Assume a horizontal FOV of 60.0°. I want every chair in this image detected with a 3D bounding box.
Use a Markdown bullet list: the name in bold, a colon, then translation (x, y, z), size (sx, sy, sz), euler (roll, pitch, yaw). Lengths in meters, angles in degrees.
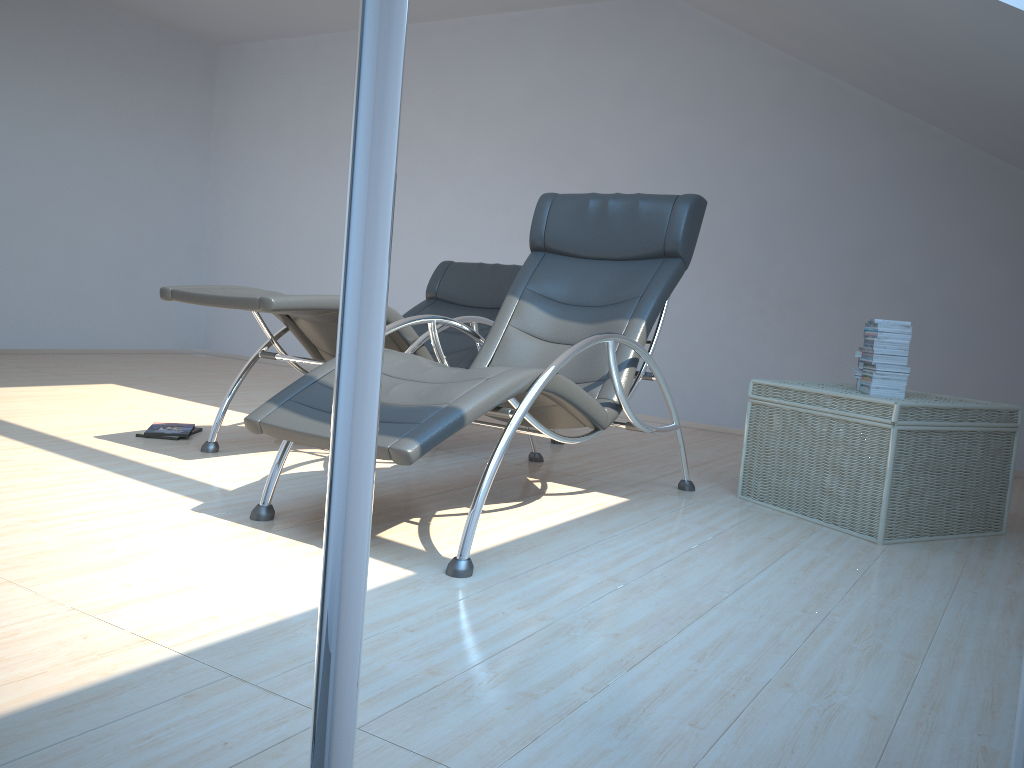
- **chair**: translation (-0.567, -0.161, 4.171), size (0.836, 0.953, 2.114), euler (8, 6, 31)
- **chair**: translation (0.003, -0.177, 3.219), size (0.836, 1.251, 1.938), euler (8, 6, 31)

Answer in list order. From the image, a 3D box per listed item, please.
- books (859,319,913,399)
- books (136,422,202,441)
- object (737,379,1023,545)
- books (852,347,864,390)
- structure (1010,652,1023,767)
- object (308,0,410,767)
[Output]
- **books**: translation (1.446, -0.097, 3.440), size (0.149, 0.300, 0.149), euler (5, 5, 2)
- **books**: translation (-1.171, 0.300, 2.575), size (1.045, 0.222, 4.790), euler (5, 5, -1)
- **object**: translation (1.476, 0.287, 3.620), size (0.744, 0.518, 0.745), euler (2, 6, -29)
- **books**: translation (1.495, -0.052, 3.649), size (0.162, 0.184, 0.165), euler (8, 6, 30)
- **structure**: translation (1.136, 0.278, 1.779), size (0.120, 0.800, 1.324), euler (8, 6, 31)
- **object**: translation (-0.044, 0.127, 0.200), size (0.160, 1.181, 0.158), euler (8, 6, 31)
